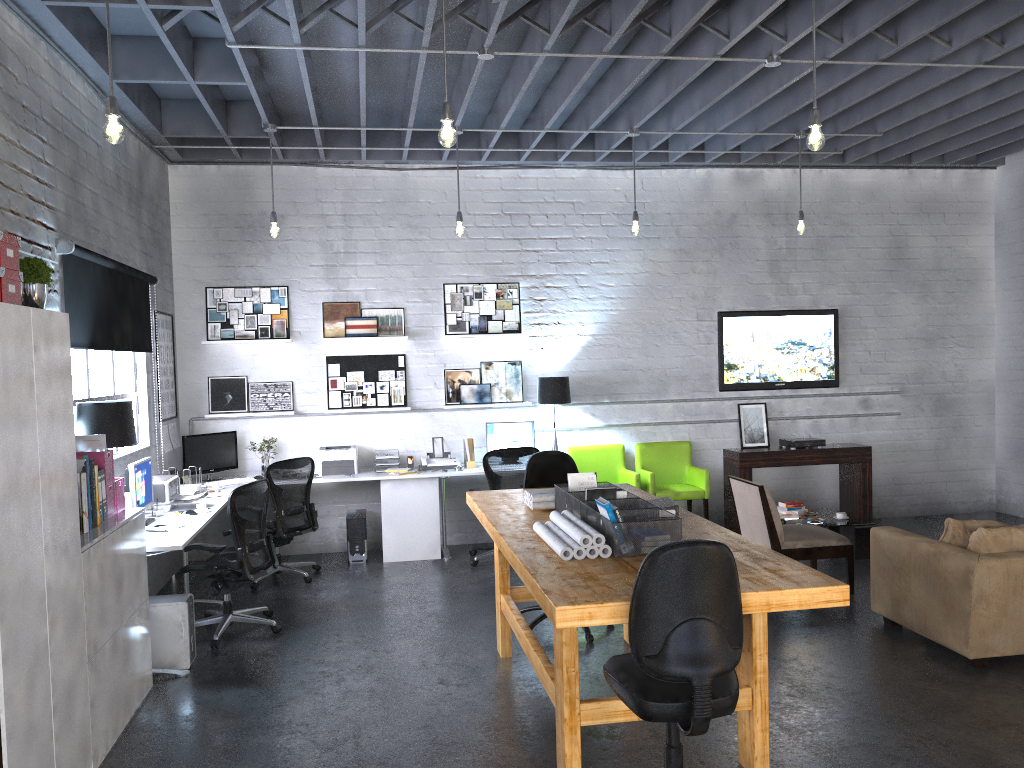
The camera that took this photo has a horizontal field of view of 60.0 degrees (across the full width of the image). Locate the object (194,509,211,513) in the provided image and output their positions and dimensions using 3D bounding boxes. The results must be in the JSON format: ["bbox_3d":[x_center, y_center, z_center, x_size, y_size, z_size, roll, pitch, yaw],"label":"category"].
[{"bbox_3d":[-2.181,0.893,6.224,0.119,0.016,0.119,-1,2,8],"label":"object"}]

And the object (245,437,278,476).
[{"bbox_3d":[-2.289,0.667,8.193,0.271,0.363,0.297,0,3,36],"label":"object"}]

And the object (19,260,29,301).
[{"bbox_3d":[-2.031,-0.412,3.553,0.171,0.240,0.169,0,3,30],"label":"object"}]

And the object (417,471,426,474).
[{"bbox_3d":[-0.822,0.806,8.079,0.008,0.007,0.141,-1,2,25],"label":"object"}]

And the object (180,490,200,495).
[{"bbox_3d":[-2.639,0.864,6.849,0.392,0.064,0.259,-2,2,-9],"label":"object"}]

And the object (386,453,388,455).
[{"bbox_3d":[-1.179,0.665,8.354,0.011,0.010,0.126,-2,2,0],"label":"object"}]

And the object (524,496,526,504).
[{"bbox_3d":[0.332,0.680,5.311,0.519,0.047,0.047,-2,2,-9],"label":"object"}]

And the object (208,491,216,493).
[{"bbox_3d":[-2.437,0.874,7.205,0.057,0.013,0.013,-2,2,-17],"label":"object"}]

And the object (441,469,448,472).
[{"bbox_3d":[-0.624,0.794,8.131,0.076,0.016,0.017,0,2,41],"label":"object"}]

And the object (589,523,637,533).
[{"bbox_3d":[0.514,0.692,4.292,0.234,0.022,0.185,-2,2,-16],"label":"object"}]

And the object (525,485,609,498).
[{"bbox_3d":[0.335,0.640,5.287,0.519,0.047,0.046,-2,2,-9],"label":"object"}]

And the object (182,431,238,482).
[{"bbox_3d":[-2.710,0.654,7.944,0.147,0.427,0.559,0,2,28],"label":"object"}]

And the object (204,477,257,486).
[{"bbox_3d":[-2.452,0.852,7.731,0.181,0.028,0.421,0,2,41],"label":"object"}]

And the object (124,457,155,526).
[{"bbox_3d":[-2.486,0.712,5.818,0.212,0.417,0.465,-2,2,-9],"label":"object"}]

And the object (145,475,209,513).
[{"bbox_3d":[-2.474,0.788,6.442,0.485,0.230,0.420,-2,2,-9],"label":"object"}]

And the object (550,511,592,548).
[{"bbox_3d":[0.267,0.670,4.129,0.057,0.057,0.635,-2,2,-9],"label":"object"}]

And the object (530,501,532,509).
[{"bbox_3d":[0.362,0.684,5.128,0.519,0.047,0.047,-2,2,-9],"label":"object"}]

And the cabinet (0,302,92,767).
[{"bbox_3d":[-1.943,0.735,3.392,0.291,2.048,0.872,-2,2,-9],"label":"cabinet"}]

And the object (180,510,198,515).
[{"bbox_3d":[-2.231,0.887,6.127,0.114,0.036,0.058,-2,2,-19],"label":"object"}]

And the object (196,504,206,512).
[{"bbox_3d":[-2.176,0.869,6.228,0.078,0.049,0.062,-3,3,-39],"label":"object"}]

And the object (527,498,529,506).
[{"bbox_3d":[0.347,0.682,5.219,0.519,0.047,0.047,-2,2,-9],"label":"object"}]

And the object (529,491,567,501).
[{"bbox_3d":[0.357,0.643,5.149,0.519,0.047,0.046,-2,2,-9],"label":"object"}]

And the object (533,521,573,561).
[{"bbox_3d":[0.184,0.722,4.117,0.057,0.058,0.635,-2,2,-9],"label":"object"}]

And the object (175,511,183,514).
[{"bbox_3d":[-2.313,0.897,6.194,0.076,0.016,0.017,-2,2,-19],"label":"object"}]

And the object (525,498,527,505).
[{"bbox_3d":[0.340,0.681,5.265,0.519,0.047,0.047,-2,2,-9],"label":"object"}]

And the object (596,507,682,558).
[{"bbox_3d":[0.567,0.665,3.990,0.316,0.156,0.306,-2,2,-9],"label":"object"}]

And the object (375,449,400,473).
[{"bbox_3d":[-1.173,0.722,8.338,0.229,0.181,0.316,-2,2,-9],"label":"object"}]

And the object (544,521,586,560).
[{"bbox_3d":[0.240,0.720,4.126,0.058,0.057,0.635,-2,2,-9],"label":"object"}]

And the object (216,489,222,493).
[{"bbox_3d":[-2.392,0.869,7.208,0.071,0.020,0.058,0,2,45],"label":"object"}]

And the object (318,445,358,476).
[{"bbox_3d":[-1.617,0.709,8.271,0.351,0.235,0.350,-2,2,-9],"label":"object"}]

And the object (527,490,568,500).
[{"bbox_3d":[0.350,0.642,5.195,0.519,0.047,0.046,-2,2,-9],"label":"object"}]

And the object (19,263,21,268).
[{"bbox_3d":[-1.980,-0.409,3.411,0.169,0.240,0.171,-1,2,20],"label":"object"}]

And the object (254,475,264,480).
[{"bbox_3d":[-2.270,0.837,7.952,0.114,0.036,0.058,-1,2,31],"label":"object"}]

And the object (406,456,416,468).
[{"bbox_3d":[-0.963,0.742,8.416,0.093,0.116,0.067,-2,2,-9],"label":"object"}]

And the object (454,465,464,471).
[{"bbox_3d":[-0.487,0.772,8.167,0.095,0.050,0.095,-3,2,-41],"label":"object"}]

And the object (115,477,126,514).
[{"bbox_3d":[-2.262,0.617,4.872,0.214,0.177,0.161,-2,2,-9],"label":"object"}]

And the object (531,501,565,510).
[{"bbox_3d":[0.370,0.685,5.081,0.519,0.047,0.047,-2,2,-9],"label":"object"}]

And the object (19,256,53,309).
[{"bbox_3d":[-2.009,-0.417,3.707,0.169,0.240,0.171,-2,2,-10],"label":"object"}]

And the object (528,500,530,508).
[{"bbox_3d":[0.355,0.683,5.173,0.519,0.047,0.047,-2,2,-9],"label":"object"}]

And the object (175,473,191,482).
[{"bbox_3d":[-2.790,0.812,7.506,0.155,0.141,0.088,-1,2,6],"label":"object"}]

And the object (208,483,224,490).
[{"bbox_3d":[-2.469,0.851,7.391,0.130,0.049,0.130,-1,2,8],"label":"object"}]

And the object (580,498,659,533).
[{"bbox_3d":[0.518,0.658,4.293,0.316,0.156,0.306,-2,2,-9],"label":"object"}]

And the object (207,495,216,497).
[{"bbox_3d":[-2.361,0.879,6.973,0.086,0.006,0.006,-3,3,-44],"label":"object"}]

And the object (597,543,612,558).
[{"bbox_3d":[0.352,0.716,4.144,0.058,0.057,0.635,-2,2,-9],"label":"object"}]

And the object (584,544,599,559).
[{"bbox_3d":[0.296,0.718,4.135,0.057,0.058,0.635,-2,2,-9],"label":"object"}]

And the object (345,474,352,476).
[{"bbox_3d":[-1.471,0.823,7.987,0.075,0.016,0.017,-1,2,16],"label":"object"}]

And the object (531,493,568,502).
[{"bbox_3d":[0.366,0.645,5.094,0.519,0.047,0.046,-2,2,-11],"label":"object"}]

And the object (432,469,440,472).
[{"bbox_3d":[-0.705,0.796,8.167,0.011,0.011,0.125,0,2,29],"label":"object"}]

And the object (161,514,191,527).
[{"bbox_3d":[-2.207,0.899,5.833,0.181,0.028,0.422,-2,2,-19],"label":"object"}]

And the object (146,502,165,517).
[{"bbox_3d":[-2.466,0.867,6.126,0.082,0.091,0.090,-1,2,16],"label":"object"}]

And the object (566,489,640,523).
[{"bbox_3d":[0.468,0.651,4.597,0.316,0.156,0.306,-2,2,-9],"label":"object"}]

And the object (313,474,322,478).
[{"bbox_3d":[-1.778,0.829,7.975,0.103,0.021,0.131,-3,2,-29],"label":"object"}]

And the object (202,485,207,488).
[{"bbox_3d":[-2.614,0.871,7.501,0.048,0.012,0.111,-3,2,-29],"label":"object"}]

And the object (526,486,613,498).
[{"bbox_3d":[0.342,0.641,5.240,0.519,0.047,0.046,-2,2,-9],"label":"object"}]

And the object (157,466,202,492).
[{"bbox_3d":[-2.690,0.786,7.182,0.324,0.208,0.233,-2,2,-9],"label":"object"}]

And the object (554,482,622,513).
[{"bbox_3d":[0.419,0.644,4.900,0.316,0.156,0.306,-2,2,-9],"label":"object"}]

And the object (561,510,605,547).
[{"bbox_3d":[0.324,0.668,4.138,0.057,0.057,0.635,-2,2,-9],"label":"object"}]
